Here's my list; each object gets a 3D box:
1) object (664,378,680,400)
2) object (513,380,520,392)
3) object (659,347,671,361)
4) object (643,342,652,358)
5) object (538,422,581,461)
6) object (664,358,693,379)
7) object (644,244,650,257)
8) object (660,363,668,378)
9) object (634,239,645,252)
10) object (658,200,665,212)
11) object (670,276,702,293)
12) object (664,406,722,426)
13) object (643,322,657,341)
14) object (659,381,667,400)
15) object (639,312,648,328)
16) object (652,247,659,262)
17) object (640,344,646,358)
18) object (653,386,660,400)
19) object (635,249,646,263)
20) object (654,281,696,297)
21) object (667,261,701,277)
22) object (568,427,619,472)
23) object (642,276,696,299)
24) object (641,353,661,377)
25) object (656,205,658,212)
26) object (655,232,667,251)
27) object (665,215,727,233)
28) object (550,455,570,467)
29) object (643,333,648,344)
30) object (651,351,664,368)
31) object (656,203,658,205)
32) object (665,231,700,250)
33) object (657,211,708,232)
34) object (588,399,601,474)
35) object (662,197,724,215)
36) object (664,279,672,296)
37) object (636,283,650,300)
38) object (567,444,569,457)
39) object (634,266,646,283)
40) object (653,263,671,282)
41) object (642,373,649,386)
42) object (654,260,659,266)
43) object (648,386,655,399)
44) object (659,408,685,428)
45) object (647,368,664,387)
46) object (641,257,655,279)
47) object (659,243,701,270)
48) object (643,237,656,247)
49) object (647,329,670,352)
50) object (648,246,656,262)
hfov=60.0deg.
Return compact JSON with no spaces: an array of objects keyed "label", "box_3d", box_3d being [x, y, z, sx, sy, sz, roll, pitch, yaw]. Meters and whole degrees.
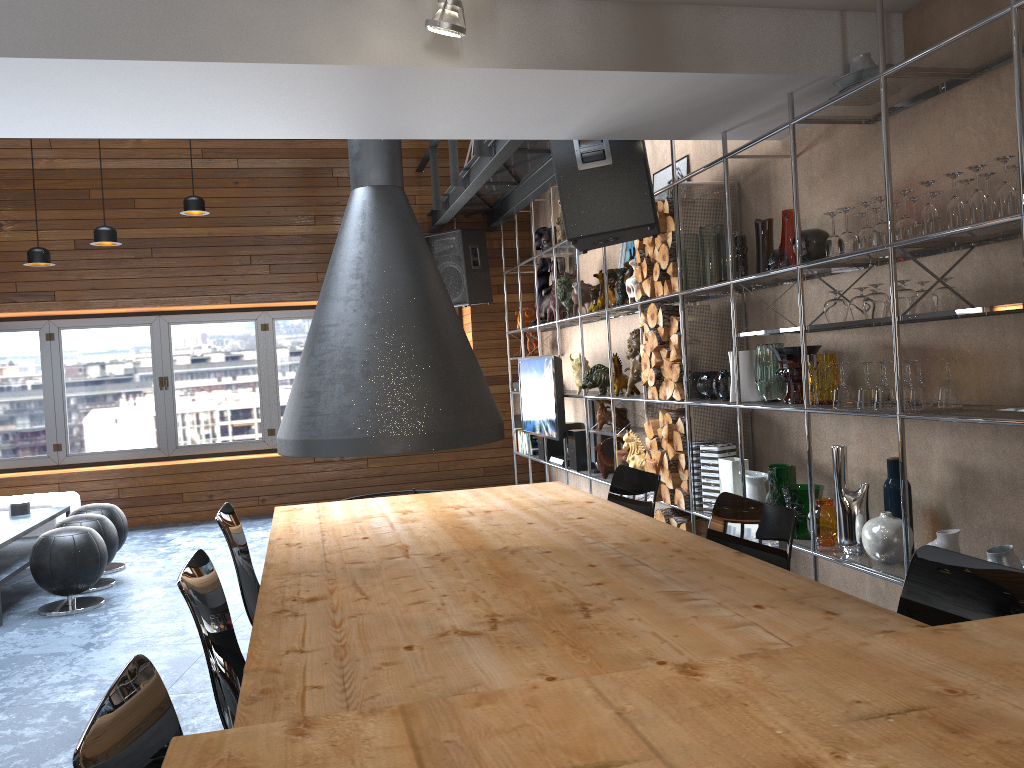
[{"label":"object","box_3d":[1.025,0.022,4.823,0.362,0.131,0.154,-4,1,-13]},{"label":"object","box_3d":[0.205,0.007,8.234,0.320,0.114,0.404,-4,1,-13]},{"label":"object","box_3d":[0.985,-0.164,4.898,0.330,0.098,0.107,-4,1,-17]},{"label":"object","box_3d":[0.921,-0.209,5.056,0.329,0.107,0.128,-4,1,-13]},{"label":"object","box_3d":[0.409,0.490,7.600,0.343,0.303,0.175,-4,1,-13]},{"label":"object","box_3d":[0.990,-0.102,4.820,0.329,0.135,0.095,-4,1,-17]},{"label":"object","box_3d":[0.907,-0.791,5.051,0.290,0.153,0.112,-4,1,-10]},{"label":"object","box_3d":[0.983,-0.087,4.926,0.288,0.118,0.147,-4,1,-17]},{"label":"object","box_3d":[0.869,-0.800,5.122,0.308,0.120,0.097,-4,1,-9]},{"label":"object","box_3d":[0.961,-0.954,4.793,0.330,0.103,0.102,-4,1,-10]},{"label":"object","box_3d":[1.002,-0.540,4.728,0.287,0.112,0.126,-4,1,-13]},{"label":"object","box_3d":[1.003,0.183,4.928,0.312,0.150,0.140,-4,1,-17]},{"label":"object","box_3d":[0.934,-0.310,5.029,0.362,0.115,0.098,-4,1,-14]},{"label":"object","box_3d":[0.981,0.027,4.942,0.299,0.114,0.135,-4,1,-16]},{"label":"object","box_3d":[0.898,-0.369,5.123,0.308,0.107,0.121,-4,1,-17]},{"label":"object","box_3d":[0.939,-0.721,4.878,0.331,0.110,0.101,-4,1,-15]},{"label":"object","box_3d":[0.904,-0.181,5.141,0.310,0.121,0.111,-4,1,-14]},{"label":"object","box_3d":[0.956,0.040,5.049,0.303,0.095,0.087,-4,1,-14]},{"label":"object","box_3d":[0.880,-0.734,5.126,0.331,0.110,0.107,-4,1,-11]},{"label":"object","box_3d":[0.951,-0.543,4.920,0.299,0.114,0.135,-4,1,-11]},{"label":"object","box_3d":[0.979,-0.607,4.701,0.303,0.088,0.095,-4,1,-12]},{"label":"object","box_3d":[0.620,0.493,6.722,0.343,0.303,0.175,-4,1,-13]},{"label":"object","box_3d":[0.936,-0.550,5.046,0.362,0.131,0.154,-4,1,-14]},{"label":"object","box_3d":[0.899,-0.116,5.087,0.286,0.143,0.143,-4,1,-14]},{"label":"object","box_3d":[0.893,-0.930,4.879,0.289,0.121,0.107,-4,1,-14]},{"label":"object","box_3d":[0.949,-0.778,4.790,0.329,0.107,0.128,-4,1,-14]},{"label":"object","box_3d":[0.979,-0.849,4.722,0.299,0.114,0.135,-4,1,-11]},{"label":"object","box_3d":[0.505,0.615,7.141,0.325,0.058,0.360,-4,1,-13]},{"label":"object","box_3d":[0.917,-0.280,5.130,0.299,0.114,0.135,-4,1,-16]},{"label":"object","box_3d":[0.952,-0.151,4.973,0.331,0.110,0.101,-4,1,-12]},{"label":"object","box_3d":[0.904,-0.970,5.000,0.299,0.118,0.129,-4,1,-16]},{"label":"object","box_3d":[0.972,-0.749,4.706,0.310,0.121,0.111,-4,1,-13]},{"label":"object","box_3d":[0.948,-0.880,4.819,0.362,0.115,0.098,-4,1,-13]},{"label":"object","box_3d":[0.619,0.380,6.480,0.112,0.533,0.112,-4,1,-13]},{"label":"object","box_3d":[0.959,-0.938,4.719,0.308,0.107,0.121,-4,1,-10]},{"label":"object","box_3d":[0.977,-0.529,4.813,0.303,0.095,0.087,-4,1,-13]},{"label":"object","box_3d":[0.889,-0.545,5.136,0.330,0.105,0.107,-4,1,-11]},{"label":"object","box_3d":[0.495,0.536,7.139,0.080,0.101,0.223,-4,1,-13]},{"label":"object","box_3d":[0.879,-0.640,5.142,0.321,0.109,0.110,-4,1,-14]},{"label":"object","box_3d":[0.930,-0.612,4.833,0.312,0.110,0.103,-4,1,-10]},{"label":"object","box_3d":[0.907,-0.038,5.150,0.303,0.088,0.095,-4,1,-15]},{"label":"object","box_3d":[0.945,-0.658,4.935,0.288,0.118,0.147,-4,1,-10]},{"label":"object","box_3d":[0.940,0.029,5.136,0.287,0.112,0.126,-4,1,-14]},{"label":"object","box_3d":[0.987,0.196,5.025,0.289,0.121,0.107,-4,1,-13]},{"label":"object","box_3d":[0.924,-0.042,5.009,0.312,0.110,0.103,-4,1,-17]},{"label":"object","box_3d":[0.904,-0.673,5.031,0.329,0.135,0.095,-4,1,-10]},{"label":"object","box_3d":[0.944,-0.685,4.752,0.286,0.143,0.143,-4,1,-13]},{"label":"object","box_3d":[0.902,-0.820,4.901,0.321,0.128,0.164,-4,1,-13]},{"label":"object","box_3d":[0.929,-0.249,4.935,0.321,0.128,0.164,-4,1,-14]},{"label":"object","box_3d":[0.935,-0.735,4.960,0.330,0.098,0.107,-4,1,-10]}]
